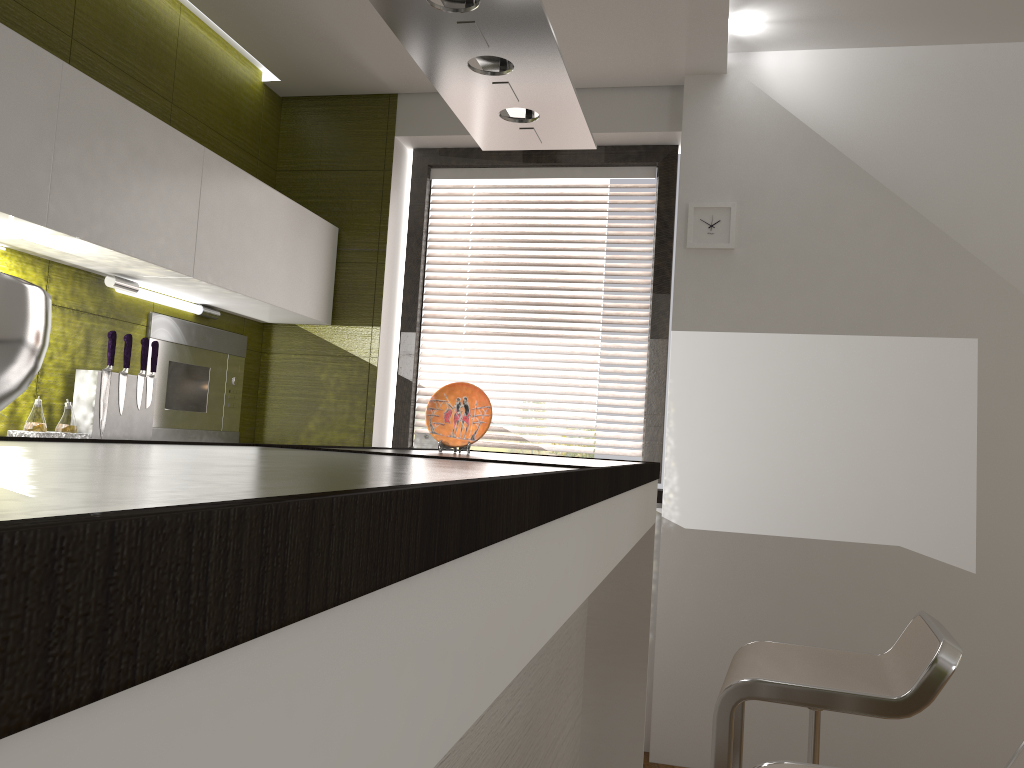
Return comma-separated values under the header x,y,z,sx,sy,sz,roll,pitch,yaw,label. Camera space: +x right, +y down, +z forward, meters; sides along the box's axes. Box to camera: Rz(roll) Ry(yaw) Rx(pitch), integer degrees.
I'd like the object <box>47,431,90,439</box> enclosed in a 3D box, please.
x,y,z,sx,sy,sz,roll,pitch,yaw,label
-1.332,0.160,2.646,0.107,0.032,0.107,2,-4,25,object

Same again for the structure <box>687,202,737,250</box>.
x,y,z,sx,sy,sz,roll,pitch,yaw,label
0.775,-0.613,3.443,0.180,0.180,0.026,3,-4,13,structure

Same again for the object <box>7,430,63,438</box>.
x,y,z,sx,sy,sz,roll,pitch,yaw,label
-1.351,0.149,2.509,0.107,0.032,0.107,3,-4,14,object

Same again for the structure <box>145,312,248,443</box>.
x,y,z,sx,sy,sz,roll,pitch,yaw,label
-1.228,0.003,3.477,0.015,0.469,0.663,3,-4,13,structure

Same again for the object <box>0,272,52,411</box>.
x,y,z,sx,sy,sz,roll,pitch,yaw,label
-0.418,-0.014,0.460,0.311,0.105,0.311,2,-4,26,object

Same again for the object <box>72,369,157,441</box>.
x,y,z,sx,sy,sz,roll,pitch,yaw,label
-1.276,0.080,2.851,0.107,0.227,0.293,3,-4,13,object

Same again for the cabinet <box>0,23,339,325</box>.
x,y,z,sx,sy,sz,roll,pitch,yaw,label
-1.435,0.178,2.205,0.724,2.089,3.471,3,-4,13,cabinet

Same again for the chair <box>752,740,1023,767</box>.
x,y,z,sx,sy,sz,roll,pitch,yaw,label
0.455,0.836,1.016,0.460,0.857,0.418,3,-4,13,chair

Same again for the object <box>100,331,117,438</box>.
x,y,z,sx,sy,sz,roll,pitch,yaw,label
-1.256,0.001,2.743,0.013,0.339,0.046,3,-4,13,object

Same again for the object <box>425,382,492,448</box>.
x,y,z,sx,sy,sz,roll,pitch,yaw,label
-0.143,0.082,2.385,0.184,0.178,0.055,3,-4,9,object

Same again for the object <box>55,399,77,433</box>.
x,y,z,sx,sy,sz,roll,pitch,yaw,label
-1.328,0.105,2.650,0.059,0.121,0.059,5,-4,-20,object

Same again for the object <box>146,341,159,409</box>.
x,y,z,sx,sy,sz,roll,pitch,yaw,label
-1.204,-0.031,2.959,0.013,0.231,0.040,3,-4,13,object

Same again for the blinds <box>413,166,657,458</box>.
x,y,z,sx,sy,sz,roll,pitch,yaw,label
-1.902,-2.731,7.600,16.000,12.704,9.030,7,-5,-37,blinds

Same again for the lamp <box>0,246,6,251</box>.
x,y,z,sx,sy,sz,roll,pitch,yaw,label
-1.478,-0.396,2.357,0.008,0.008,0.334,3,-4,13,lamp

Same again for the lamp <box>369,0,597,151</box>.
x,y,z,sx,sy,sz,roll,pitch,yaw,label
-0.090,-1.058,1.684,0.326,0.683,1.677,3,-4,13,lamp

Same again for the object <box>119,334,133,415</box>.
x,y,z,sx,sy,sz,roll,pitch,yaw,label
-1.236,-0.030,2.823,0.013,0.264,0.042,3,-4,13,object

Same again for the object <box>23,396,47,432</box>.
x,y,z,sx,sy,sz,roll,pitch,yaw,label
-1.347,0.095,2.513,0.059,0.121,0.059,6,-4,-31,object

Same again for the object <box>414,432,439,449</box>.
x,y,z,sx,sy,sz,roll,pitch,yaw,label
-0.367,0.294,3.776,0.106,0.169,0.057,3,-4,8,object

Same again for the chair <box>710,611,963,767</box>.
x,y,z,sx,sy,sz,roll,pitch,yaw,label
0.642,0.903,1.839,0.460,0.857,0.418,2,-4,18,chair

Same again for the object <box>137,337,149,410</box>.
x,y,z,sx,sy,sz,roll,pitch,yaw,label
-1.215,-0.034,2.910,0.013,0.243,0.036,3,-4,13,object

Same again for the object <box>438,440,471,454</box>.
x,y,z,sx,sy,sz,roll,pitch,yaw,label
-0.145,0.119,2.382,0.088,0.131,0.072,3,-4,8,object

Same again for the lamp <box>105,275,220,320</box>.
x,y,z,sx,sy,sz,roll,pitch,yaw,label
-1.241,-0.305,3.206,0.095,0.041,0.716,3,-4,13,lamp

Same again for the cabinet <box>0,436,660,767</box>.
x,y,z,sx,sy,sz,roll,pitch,yaw,label
-0.196,0.690,1.528,0.663,1.134,2.947,3,-4,13,cabinet
